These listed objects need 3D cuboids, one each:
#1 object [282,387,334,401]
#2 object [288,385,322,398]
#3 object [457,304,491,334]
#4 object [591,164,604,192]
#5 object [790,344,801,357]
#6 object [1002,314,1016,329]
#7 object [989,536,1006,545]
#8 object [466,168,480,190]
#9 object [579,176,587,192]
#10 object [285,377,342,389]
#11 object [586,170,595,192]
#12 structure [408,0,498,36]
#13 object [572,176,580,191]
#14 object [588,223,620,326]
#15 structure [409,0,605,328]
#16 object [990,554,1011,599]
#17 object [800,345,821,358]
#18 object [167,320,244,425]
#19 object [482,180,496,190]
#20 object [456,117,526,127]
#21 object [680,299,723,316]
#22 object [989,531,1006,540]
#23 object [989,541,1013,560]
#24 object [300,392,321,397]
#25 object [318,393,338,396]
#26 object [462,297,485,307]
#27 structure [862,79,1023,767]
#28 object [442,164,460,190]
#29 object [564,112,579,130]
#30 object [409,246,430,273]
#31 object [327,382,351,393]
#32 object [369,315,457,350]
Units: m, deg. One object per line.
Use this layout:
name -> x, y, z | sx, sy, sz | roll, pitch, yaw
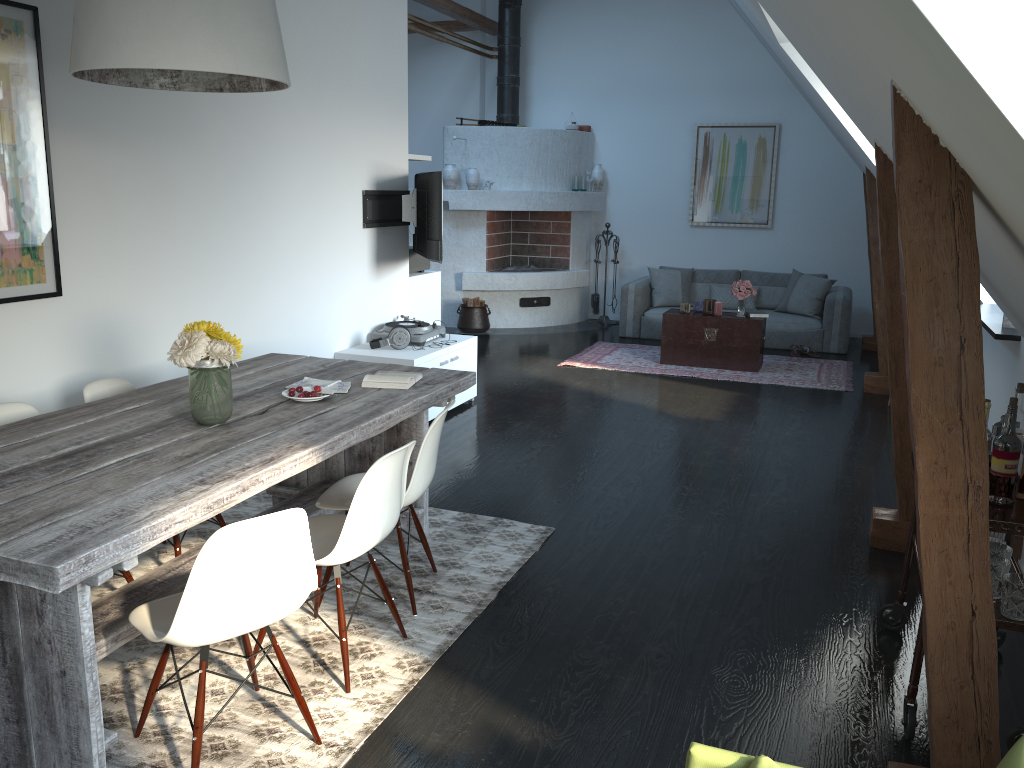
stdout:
object -> -0.818, 0.044, 3.558 | 0.205, 0.024, 0.205 | 4, 13, 12
object -> -0.834, 0.033, 3.551 | 0.132, 0.034, 0.144 | -1, 13, -7
object -> -0.441, -0.757, 10.223 | 0.384, 0.313, 0.384 | -10, 17, -42
object -> 1.052, -2.522, 10.924 | 0.165, 0.368, 0.165 | -1, 13, -7
object -> 2.912, -0.345, 9.131 | 0.101, 0.090, 0.277 | 3, 13, 9
object -> 2.617, -0.529, 4.661 | 0.309, 0.461, 0.131 | 11, 16, 38
object -> 1.600, 0.572, 2.976 | 0.092, 0.099, 0.092 | 1, 12, -2
object -> -0.449, -2.322, 10.103 | 0.158, 0.274, 0.158 | -6, 14, -30
object -> 0.858, -2.408, 10.667 | 0.092, 0.180, 0.092 | 13, 17, 42
object -> -0.845, -0.001, 3.774 | 0.182, 0.016, 0.179 | 4, 13, 15
object -> 0.950, -2.469, 10.777 | 0.150, 0.258, 0.081 | -8, 15, -35
structure -> -2.154, -3.634, 6.349 | 10.230, 3.562, 15.910 | 7, 14, 25
object -> 0.760, -2.382, 10.541 | 0.092, 0.180, 0.092 | -10, 16, -40
object -> 1.156, -1.359, 10.926 | 0.376, 1.245, 0.376 | 1, 12, 1
structure -> -0.299, -3.237, 11.324 | 3.058, 4.752, 3.049 | 8, 14, 28
object -> 1.499, 0.604, 2.773 | 0.095, 0.119, 0.095 | -3, 13, -17
object -> 3.070, -0.337, 9.108 | 0.101, 0.090, 0.277 | -4, 13, -22
object -> -1.074, -0.043, 3.130 | 0.233, 0.365, 0.293 | -1, 13, -8
object -> -0.264, -2.273, 10.112 | 0.161, 0.114, 0.064 | 6, 13, 22
object -> -0.240, -3.013, 10.224 | 0.783, 0.094, 0.311 | 2, 13, 6
object -> 1.835, -0.747, 8.490 | 0.413, 0.138, 0.215 | 9, 15, 31
object -> 1.691, 0.515, 3.110 | 0.087, 0.155, 0.087 | 0, 13, -7
object -> 1.562, 0.582, 2.875 | 0.095, 0.119, 0.095 | -3, 13, -17
object -> -0.802, 0.042, 3.553 | 0.110, 0.011, 0.058 | 7, 14, 24
object -> -0.764, 0.038, 3.543 | 0.194, 0.022, 0.019 | 10, 15, 35
object -> -0.458, -0.835, 10.192 | 0.240, 0.370, 0.270 | 6, 13, 20
structure -> 1.944, -0.106, 3.683 | 1.023, 1.963, 12.350 | 6, 13, 20
object -> -0.703, -2.358, 10.157 | 0.203, 0.314, 0.203 | 2, 12, 4
object -> 0.721, -3.164, 10.686 | 0.231, 0.221, 0.066 | -9, 16, -38
object -> -0.969, -1.017, 7.282 | 0.435, 0.211, 0.496 | 6, 13, 20
object -> -0.773, 0.011, 3.731 | 0.182, 0.014, 0.185 | 0, 12, -5
object -> -0.720, -0.375, 6.438 | 0.558, 0.162, 0.742 | 5, 13, 17
